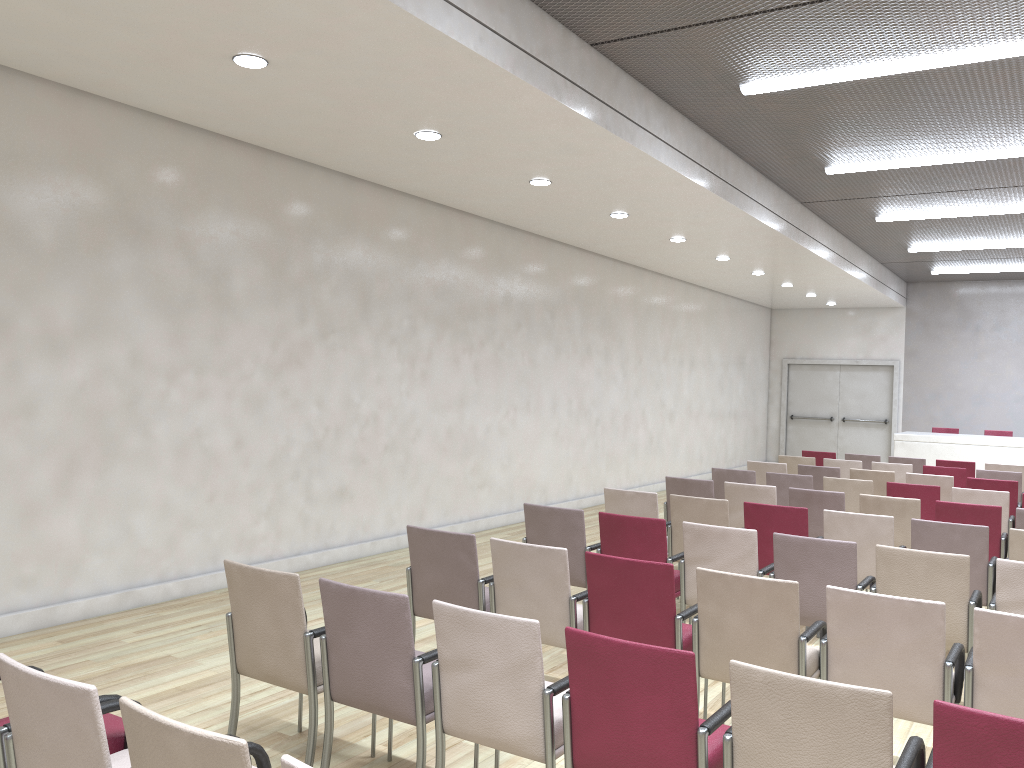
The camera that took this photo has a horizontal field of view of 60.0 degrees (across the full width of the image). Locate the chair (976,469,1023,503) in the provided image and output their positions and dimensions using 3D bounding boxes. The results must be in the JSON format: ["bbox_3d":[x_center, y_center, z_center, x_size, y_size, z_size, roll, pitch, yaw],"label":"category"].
[{"bbox_3d":[5.518,1.408,10.041,0.513,0.890,0.640,2,0,32],"label":"chair"}]

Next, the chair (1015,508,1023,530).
[{"bbox_3d":[4.025,1.363,6.635,0.513,0.890,0.640,2,0,32],"label":"chair"}]

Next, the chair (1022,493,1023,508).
[{"bbox_3d":[4.669,1.383,7.669,0.513,0.890,0.640,2,0,32],"label":"chair"}]

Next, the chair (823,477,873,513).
[{"bbox_3d":[3.279,1.334,8.544,0.513,0.890,0.640,2,0,32],"label":"chair"}]

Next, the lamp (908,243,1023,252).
[{"bbox_3d":[7.679,-2.059,13.165,3.303,0.045,0.198,2,0,32],"label":"lamp"}]

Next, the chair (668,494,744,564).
[{"bbox_3d":[1.506,1.277,6.748,0.513,0.890,0.640,2,0,32],"label":"chair"}]

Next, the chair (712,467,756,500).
[{"bbox_3d":[2.352,1.302,9.128,0.513,0.890,0.640,2,0,31],"label":"chair"}]

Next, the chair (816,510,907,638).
[{"bbox_3d":[2.447,1.310,6.173,0.513,0.890,0.640,2,0,31],"label":"chair"}]

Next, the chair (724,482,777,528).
[{"bbox_3d":[2.161,1.298,7.782,0.513,0.890,0.640,2,0,32],"label":"chair"}]

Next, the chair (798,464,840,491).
[{"bbox_3d":[3.464,1.339,9.872,0.513,0.890,0.640,2,0,31],"label":"chair"}]

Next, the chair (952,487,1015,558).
[{"bbox_3d":[4.212,1.367,7.963,0.513,0.890,0.640,2,0,32],"label":"chair"}]

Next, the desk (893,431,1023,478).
[{"bbox_3d":[8.298,1.418,14.488,3.652,1.042,1.456,2,0,32],"label":"desk"}]

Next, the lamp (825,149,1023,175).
[{"bbox_3d":[4.671,-2.153,8.337,3.303,0.045,0.198,2,0,32],"label":"lamp"}]

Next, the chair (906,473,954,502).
[{"bbox_3d":[4.398,1.371,9.288,0.513,0.890,0.640,2,0,33],"label":"chair"}]

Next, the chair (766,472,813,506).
[{"bbox_3d":[2.819,1.318,8.830,0.513,0.890,0.640,2,0,32],"label":"chair"}]

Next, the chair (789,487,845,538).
[{"bbox_3d":[2.628,1.314,7.492,0.513,0.890,0.640,2,0,33],"label":"chair"}]

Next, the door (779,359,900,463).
[{"bbox_3d":[6.960,0.687,18.927,2.373,2.400,0.200,2,0,32],"label":"door"}]

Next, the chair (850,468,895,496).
[{"bbox_3d":[3.929,1.355,9.594,0.513,0.890,0.640,2,0,31],"label":"chair"}]

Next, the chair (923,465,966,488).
[{"bbox_3d":[5.061,1.392,10.343,0.513,0.890,0.640,2,0,32],"label":"chair"}]

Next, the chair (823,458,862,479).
[{"bbox_3d":[4.116,1.359,10.915,0.513,0.890,0.640,2,0,32],"label":"chair"}]

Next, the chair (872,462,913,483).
[{"bbox_3d":[4.585,1.375,10.637,0.513,0.890,0.640,2,0,31],"label":"chair"}]

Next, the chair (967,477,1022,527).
[{"bbox_3d":[4.870,1.388,8.993,0.513,0.890,0.640,2,0,31],"label":"chair"}]

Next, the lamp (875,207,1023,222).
[{"bbox_3d":[6.195,-2.106,10.783,3.303,0.045,0.198,2,0,32],"label":"lamp"}]

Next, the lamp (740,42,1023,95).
[{"bbox_3d":[3.179,-2.200,5.944,3.303,0.045,0.198,2,0,32],"label":"lamp"}]

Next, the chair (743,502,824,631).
[{"bbox_3d":[1.978,1.294,6.451,0.513,0.890,0.640,2,0,32],"label":"chair"}]

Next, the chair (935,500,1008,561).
[{"bbox_3d":[3.569,1.347,6.925,0.513,0.890,0.640,2,0,31],"label":"chair"}]

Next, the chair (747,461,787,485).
[{"bbox_3d":[2.991,1.322,10.164,0.513,0.890,0.640,2,0,33],"label":"chair"}]

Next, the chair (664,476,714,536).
[{"bbox_3d":[1.707,1.282,8.083,0.513,0.890,0.640,2,0,33],"label":"chair"}]

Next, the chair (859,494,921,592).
[{"bbox_3d":[3.098,1.330,7.196,0.513,0.890,0.640,2,0,32],"label":"chair"}]

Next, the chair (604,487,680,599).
[{"bbox_3d":[1.045,1.261,7.037,0.513,0.890,0.640,2,0,33],"label":"chair"}]

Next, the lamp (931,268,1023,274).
[{"bbox_3d":[9.187,-2.012,15.585,3.303,0.045,0.198,2,0,32],"label":"lamp"}]

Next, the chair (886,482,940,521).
[{"bbox_3d":[3.758,1.351,8.257,0.513,0.890,0.640,2,0,31],"label":"chair"}]
